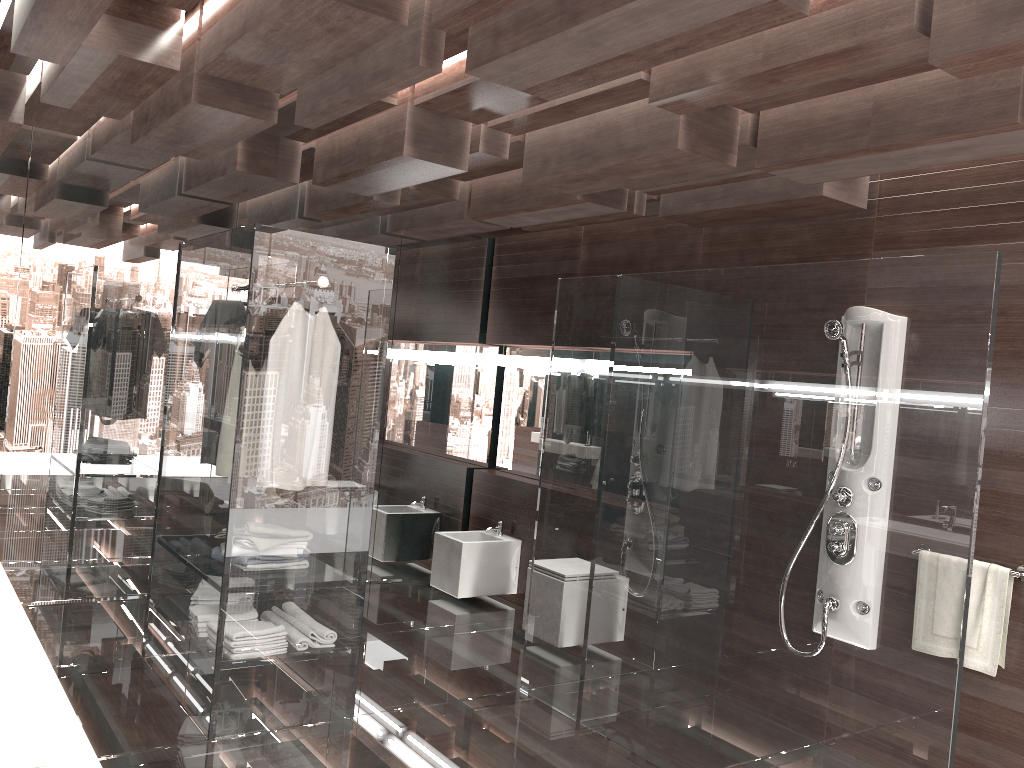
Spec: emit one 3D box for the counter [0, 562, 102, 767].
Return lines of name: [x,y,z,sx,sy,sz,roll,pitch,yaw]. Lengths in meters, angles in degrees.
counter: [-1.337,0.613,1.950,0.488,0.131,1.954,5,0,-36]

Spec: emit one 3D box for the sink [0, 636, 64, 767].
sink: [-1.081,0.506,1.572,0.427,0.193,0.681,5,0,-36]

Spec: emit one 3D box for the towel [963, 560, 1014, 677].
towel: [1.759,0.889,3.481,0.097,0.414,0.352,5,0,-43]

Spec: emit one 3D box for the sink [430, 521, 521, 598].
sink: [-0.239,1.150,5.944,0.469,0.456,0.357,5,0,-36]

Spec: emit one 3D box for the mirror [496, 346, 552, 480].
mirror: [-0.272,0.177,3.308,4.126,0.916,5.081,5,0,-36]

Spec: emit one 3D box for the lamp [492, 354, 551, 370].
lamp: [0.165,-0.146,6.110,0.082,0.082,0.950,5,0,-36]

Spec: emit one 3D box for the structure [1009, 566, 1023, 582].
structure: [1.800,0.705,3.501,0.071,0.061,0.455,5,0,-36]

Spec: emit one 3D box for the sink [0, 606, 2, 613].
sink: [-1.601,0.454,2.303,0.427,0.193,0.681,5,0,-36]
